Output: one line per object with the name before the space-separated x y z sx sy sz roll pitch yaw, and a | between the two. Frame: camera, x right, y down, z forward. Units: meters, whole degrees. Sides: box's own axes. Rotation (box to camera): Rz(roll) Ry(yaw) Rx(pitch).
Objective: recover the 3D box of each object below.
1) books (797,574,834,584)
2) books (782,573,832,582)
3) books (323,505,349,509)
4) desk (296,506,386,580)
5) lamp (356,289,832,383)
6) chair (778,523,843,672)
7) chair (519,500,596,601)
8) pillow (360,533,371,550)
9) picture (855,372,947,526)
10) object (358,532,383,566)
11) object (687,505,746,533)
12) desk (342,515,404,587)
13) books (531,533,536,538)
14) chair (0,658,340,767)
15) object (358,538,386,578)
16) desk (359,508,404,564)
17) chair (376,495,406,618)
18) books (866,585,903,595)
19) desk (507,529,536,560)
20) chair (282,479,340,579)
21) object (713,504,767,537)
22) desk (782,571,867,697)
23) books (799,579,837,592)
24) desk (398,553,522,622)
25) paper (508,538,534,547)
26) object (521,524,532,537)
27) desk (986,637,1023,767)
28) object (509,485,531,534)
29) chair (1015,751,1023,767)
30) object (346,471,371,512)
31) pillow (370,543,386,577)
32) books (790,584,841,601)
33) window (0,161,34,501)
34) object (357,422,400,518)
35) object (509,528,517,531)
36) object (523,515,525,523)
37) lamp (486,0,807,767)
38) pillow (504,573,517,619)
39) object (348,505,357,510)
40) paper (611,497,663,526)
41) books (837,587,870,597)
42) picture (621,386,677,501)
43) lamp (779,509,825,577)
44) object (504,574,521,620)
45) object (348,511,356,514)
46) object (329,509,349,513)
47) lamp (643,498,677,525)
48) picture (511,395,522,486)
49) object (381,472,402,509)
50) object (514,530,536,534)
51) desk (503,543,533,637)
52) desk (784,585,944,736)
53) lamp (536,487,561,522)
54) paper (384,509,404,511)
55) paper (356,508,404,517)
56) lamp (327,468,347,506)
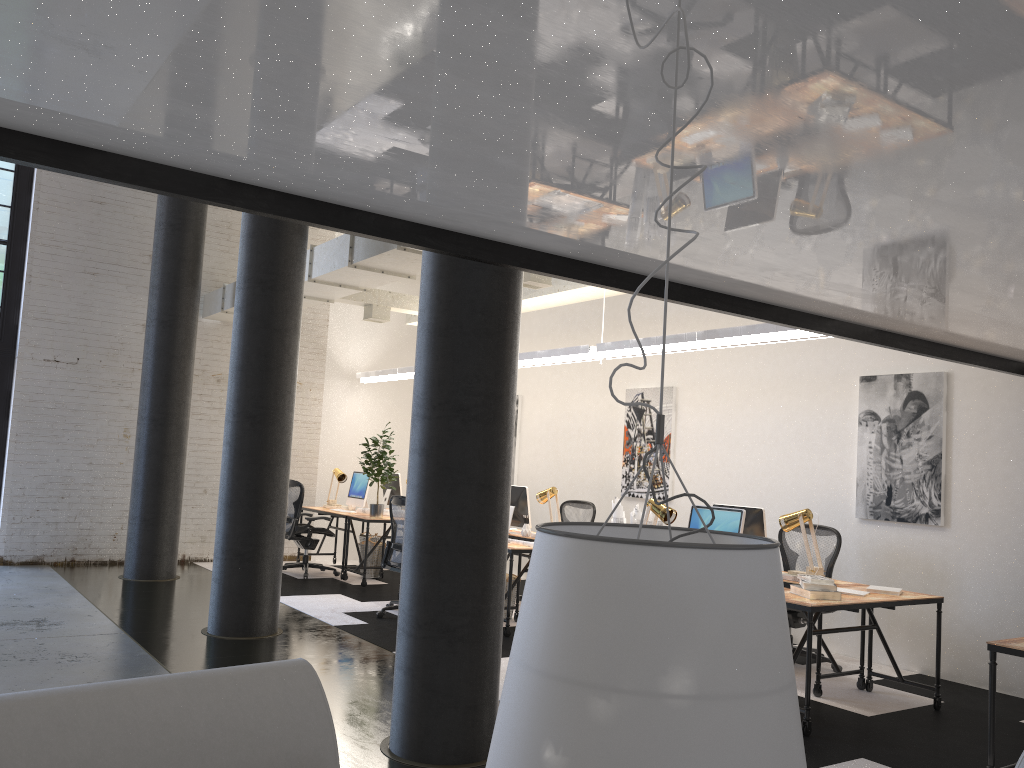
books | 1.858 1.195 5.432 0.153 0.030 0.185 4 -5 -7
books | 2.049 1.363 6.227 0.226 0.038 0.309 7 -6 -34
books | -2.204 1.539 11.100 0.226 0.038 0.309 7 -6 -34
desk | -2.068 1.891 10.670 0.530 0.723 1.401 7 -6 -34
lamp | 0.166 -1.545 8.989 0.226 2.861 7.305 6 -6 -34
chair | 2.220 1.646 6.967 0.770 1.084 0.793 0 -6 39
chair | 0.531 1.763 9.320 0.770 1.084 0.793 0 -6 39
pillow | -1.874 2.125 11.357 0.120 0.406 0.239 6 -5 -34
picture | 3.110 0.510 7.110 0.049 1.182 0.731 6 -5 -34
object | -1.806 2.120 11.398 0.353 0.434 0.359 7 -6 -38
object | 1.413 1.096 6.152 0.190 0.485 0.484 6 -6 -34
desk | -1.160 1.893 10.112 1.402 0.723 0.529 7 -6 -34
books | 0.360 1.480 8.580 0.226 0.038 0.309 7 -6 -34
chair | -0.726 1.180 2.085 1.008 0.784 1.026 8 -7 -43
object | -1.649 2.037 10.392 0.353 0.434 0.359 7 -6 -38
desk | -1.370 1.975 11.143 0.530 0.723 1.401 7 -6 -34
chair | -0.850 1.574 8.140 0.770 1.084 0.793 0 -6 39
books | 2.457 1.361 5.848 0.200 0.024 0.235 0 -6 29
desk | 0.179 1.887 8.953 0.530 0.723 1.401 7 -6 -34
chair | -2.399 1.662 10.330 0.770 1.084 0.793 0 -6 39
object | 1.696 1.159 6.666 0.190 0.485 0.484 6 -6 -34
desk | 1.868 1.770 6.600 0.530 0.723 1.401 7 -6 -34
books | 1.872 1.227 5.429 0.193 0.044 0.257 2 -5 13
desk | -0.519 1.803 8.480 0.530 0.723 1.401 7 -6 -34
paper | 0.295 1.411 7.908 0.626 0.061 0.568 7 -7 -37
object | 0.140 1.434 8.694 0.101 0.126 0.101 2 -5 10
desk | 2.795 1.556 3.679 0.530 0.723 1.401 7 -6 -34
object | 0.007 1.276 9.019 0.190 0.485 0.484 6 -6 -34
chair | 1.360 1.288 1.932 1.026 0.784 1.007 5 -5 -23
object | -1.825 1.301 10.695 0.190 0.485 0.484 6 -6 -34
pillow | -1.582 2.058 10.432 0.120 0.406 0.239 6 -5 -34
books | 1.848 1.271 5.409 0.200 0.050 0.272 4 -5 -7
window | -6.678 -0.651 9.429 2.493 5.173 0.138 6 -5 -34
object | -1.498 0.948 9.880 0.439 1.076 0.514 8 -6 -44
object | 0.009 1.537 9.380 0.106 0.029 0.059 7 -6 -34
object | 0.129 1.392 8.705 0.054 0.207 0.008 0 -6 38
lamp | 0.215 -0.120 1.240 0.436 1.345 0.436 5 -5 -20
pillow | -0.034 1.969 8.242 0.120 0.406 0.239 6 -5 -34
object | -1.979 1.499 10.993 0.101 0.126 0.101 2 -5 10
paper | 1.058 1.588 7.727 0.440 1.196 0.413 0 -5 33
books | 2.150 1.331 5.687 0.243 0.019 0.205 0 -6 33
picture | 1.456 0.631 9.490 0.049 1.182 0.731 6 -5 -34
lamp | 2.057 1.118 6.303 0.128 0.469 0.344 6 -6 -34
object | -0.100 1.948 8.202 0.353 0.434 0.359 7 -6 -38
object | -1.854 1.490 10.300 0.106 0.029 0.059 7 -6 -34
object | -2.036 1.511 10.573 0.119 0.017 0.439 7 -6 -34
lamp | 1.054 1.079 6.519 0.126 0.469 0.344 6 -6 -34
picture | -0.133 0.748 11.776 0.049 1.182 0.731 6 -5 -34
object | -1.542 1.364 11.209 0.190 0.485 0.484 6 -6 -34
object | 0.190 1.529 9.106 0.119 0.017 0.439 7 -6 -34
desk | 0.389 1.805 7.922 1.402 0.723 0.529 7 -6 -34
desk | 2.078 1.688 5.569 1.402 0.723 0.529 7 -6 -34
lamp | 0.368 1.235 8.656 0.128 0.469 0.344 6 -6 -34
paper | -1.215 1.499 10.276 1.134 0.082 0.083 1 -5 20
paper | -1.352 1.482 10.182 1.134 0.082 0.083 0 -6 30
lamp | -2.184 1.284 11.062 0.126 0.469 0.344 6 -6 -34
